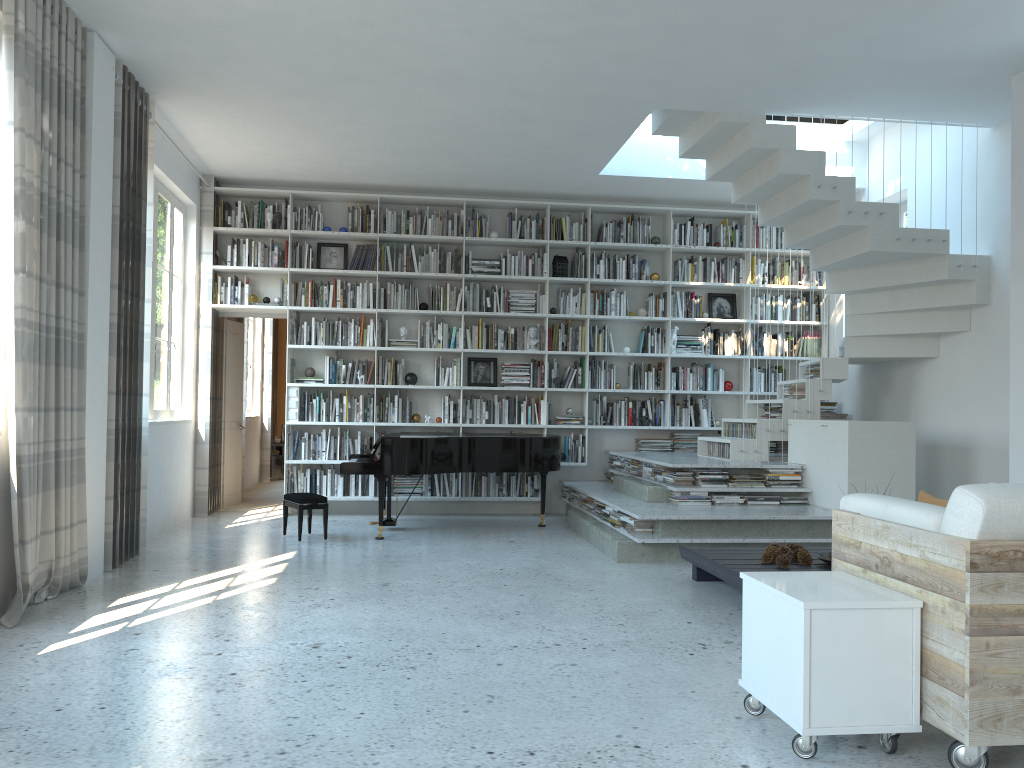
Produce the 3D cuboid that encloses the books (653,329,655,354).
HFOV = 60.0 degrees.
[{"bbox_3d":[1.443,-0.430,9.135,0.015,0.259,0.152,1,-1,-7],"label":"books"}]

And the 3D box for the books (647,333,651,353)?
[{"bbox_3d":[1.392,-0.411,9.125,0.013,0.219,0.187,1,-1,-7],"label":"books"}]

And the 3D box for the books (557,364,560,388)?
[{"bbox_3d":[0.457,-0.075,9.021,0.035,0.248,0.141,1,-1,-7],"label":"books"}]

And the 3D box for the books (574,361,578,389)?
[{"bbox_3d":[0.650,-0.090,9.040,0.013,0.285,0.138,1,-1,-7],"label":"books"}]

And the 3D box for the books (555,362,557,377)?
[{"bbox_3d":[0.433,-0.085,9.018,0.012,0.266,0.157,1,-1,-7],"label":"books"}]

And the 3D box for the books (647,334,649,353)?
[{"bbox_3d":[1.382,-0.406,9.123,0.006,0.209,0.188,1,-1,-7],"label":"books"}]

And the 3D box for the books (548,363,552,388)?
[{"bbox_3d":[0.374,-0.079,9.006,0.028,0.253,0.142,1,-1,-7],"label":"books"}]

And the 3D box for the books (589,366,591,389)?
[{"bbox_3d":[0.789,-0.064,9.065,0.011,0.239,0.136,1,-1,-7],"label":"books"}]

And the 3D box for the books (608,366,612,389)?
[{"bbox_3d":[0.991,-0.060,9.077,0.015,0.238,0.176,1,-1,-7],"label":"books"}]

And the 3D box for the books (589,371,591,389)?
[{"bbox_3d":[0.777,-0.039,9.054,0.015,0.188,0.168,1,-1,-7],"label":"books"}]

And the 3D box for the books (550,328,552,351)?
[{"bbox_3d":[0.381,-0.443,9.027,0.013,0.247,0.176,1,-1,-7],"label":"books"}]

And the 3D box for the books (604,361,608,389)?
[{"bbox_3d":[0.959,-0.084,9.083,0.006,0.285,0.159,1,-1,-7],"label":"books"}]

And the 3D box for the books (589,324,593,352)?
[{"bbox_3d":[0.792,-0.457,9.050,0.035,0.287,0.191,1,-1,-7],"label":"books"}]

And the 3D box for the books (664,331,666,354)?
[{"bbox_3d":[1.568,-0.421,9.146,0.010,0.245,0.158,1,-1,-7],"label":"books"}]

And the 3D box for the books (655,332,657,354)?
[{"bbox_3d":[1.457,-0.412,9.128,0.012,0.224,0.178,1,-1,-7],"label":"books"}]

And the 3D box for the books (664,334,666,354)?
[{"bbox_3d":[1.550,-0.404,9.153,0.023,0.212,0.164,1,-1,-7],"label":"books"}]

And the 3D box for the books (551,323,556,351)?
[{"bbox_3d":[0.414,-0.466,9.005,0.035,0.293,0.145,1,-1,-7],"label":"books"}]

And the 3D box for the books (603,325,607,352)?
[{"bbox_3d":[0.949,-0.453,9.079,0.013,0.287,0.159,1,-1,-7],"label":"books"}]

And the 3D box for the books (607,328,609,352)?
[{"bbox_3d":[0.970,-0.436,9.089,0.007,0.254,0.161,1,-1,-7],"label":"books"}]

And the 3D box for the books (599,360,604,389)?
[{"bbox_3d":[0.910,-0.092,9.056,0.014,0.297,0.175,1,-1,-7],"label":"books"}]

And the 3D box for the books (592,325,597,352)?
[{"bbox_3d":[0.838,-0.452,9.040,0.013,0.279,0.191,1,-1,-7],"label":"books"}]

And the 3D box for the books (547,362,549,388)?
[{"bbox_3d":[0.348,-0.085,9.006,0.024,0.263,0.154,1,-1,-7],"label":"books"}]

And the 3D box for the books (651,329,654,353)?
[{"bbox_3d":[1.427,-0.432,9.132,0.018,0.263,0.165,1,-1,-7],"label":"books"}]

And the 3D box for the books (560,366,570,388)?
[{"bbox_3d":[0.526,-0.062,9.002,0.095,0.228,0.190,1,-1,-7],"label":"books"}]

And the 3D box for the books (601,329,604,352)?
[{"bbox_3d":[0.922,-0.431,9.078,0.017,0.243,0.132,1,-1,-7],"label":"books"}]

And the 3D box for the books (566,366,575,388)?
[{"bbox_3d":[0.582,-0.067,9.028,0.094,0.238,0.149,1,-1,-7],"label":"books"}]

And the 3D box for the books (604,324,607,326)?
[{"bbox_3d":[0.956,-0.458,9.122,0.011,0.300,0.088,1,-1,-7],"label":"books"}]

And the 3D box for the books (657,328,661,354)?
[{"bbox_3d":[1.499,-0.436,9.128,0.012,0.273,0.184,1,-1,-7],"label":"books"}]

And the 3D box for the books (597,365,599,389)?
[{"bbox_3d":[0.859,-0.068,9.053,0.013,0.248,0.165,1,-1,-7],"label":"books"}]

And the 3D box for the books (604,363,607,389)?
[{"bbox_3d":[0.941,-0.076,9.065,0.012,0.267,0.183,1,-1,-7],"label":"books"}]

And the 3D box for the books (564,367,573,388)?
[{"bbox_3d":[0.555,-0.060,9.031,0.095,0.226,0.144,1,-1,-7],"label":"books"}]

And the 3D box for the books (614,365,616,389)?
[{"bbox_3d":[1.032,-0.066,9.085,0.013,0.251,0.172,1,-1,-7],"label":"books"}]

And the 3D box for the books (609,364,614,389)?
[{"bbox_3d":[1.019,-0.071,9.082,0.014,0.261,0.142,1,-1,-7],"label":"books"}]

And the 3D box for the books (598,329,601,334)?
[{"bbox_3d":[0.890,-0.432,9.070,0.008,0.242,0.169,1,-1,-7],"label":"books"}]

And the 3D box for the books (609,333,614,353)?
[{"bbox_3d":[1.003,-0.413,9.065,0.051,0.210,0.176,1,-1,-7],"label":"books"}]

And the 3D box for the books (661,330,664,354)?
[{"bbox_3d":[1.536,-0.425,9.136,0.011,0.252,0.169,1,-1,-7],"label":"books"}]

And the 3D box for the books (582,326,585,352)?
[{"bbox_3d":[0.715,-0.448,9.060,0.033,0.268,0.142,1,-1,-7],"label":"books"}]

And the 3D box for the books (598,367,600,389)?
[{"bbox_3d":[0.872,-0.057,9.044,0.011,0.226,0.188,1,-1,-7],"label":"books"}]

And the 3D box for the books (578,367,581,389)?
[{"bbox_3d":[0.673,-0.059,9.022,0.029,0.223,0.171,1,-1,-7],"label":"books"}]

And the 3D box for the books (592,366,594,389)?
[{"bbox_3d":[0.818,-0.085,9.053,0.006,0.281,0.155,1,-1,-7],"label":"books"}]

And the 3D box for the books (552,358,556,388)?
[{"bbox_3d":[0.422,-0.106,9.007,0.013,0.307,0.141,1,-1,-7],"label":"books"}]

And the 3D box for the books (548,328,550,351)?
[{"bbox_3d":[0.367,-0.442,9.014,0.014,0.244,0.145,1,-1,-7],"label":"books"}]

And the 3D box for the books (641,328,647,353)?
[{"bbox_3d":[1.361,-0.434,9.128,0.021,0.264,0.174,1,-1,-7],"label":"books"}]

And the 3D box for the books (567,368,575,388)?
[{"bbox_3d":[0.585,-0.054,9.038,0.090,0.215,0.139,1,-1,-7],"label":"books"}]

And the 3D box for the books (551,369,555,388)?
[{"bbox_3d":[0.403,-0.049,8.989,0.027,0.192,0.182,1,-1,-7],"label":"books"}]

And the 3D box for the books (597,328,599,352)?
[{"bbox_3d":[0.862,-0.439,9.071,0.013,0.256,0.144,1,-1,-7],"label":"books"}]

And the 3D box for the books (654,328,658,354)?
[{"bbox_3d":[1.474,-0.437,9.147,0.032,0.274,0.154,1,-1,-7],"label":"books"}]

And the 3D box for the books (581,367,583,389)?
[{"bbox_3d":[0.697,-0.060,9.036,0.021,0.226,0.148,1,-1,-7],"label":"books"}]

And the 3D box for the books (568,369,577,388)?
[{"bbox_3d":[0.599,-0.048,9.029,0.091,0.205,0.169,1,-1,-7],"label":"books"}]

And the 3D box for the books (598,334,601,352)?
[{"bbox_3d":[0.880,-0.407,9.042,0.017,0.192,0.191,1,-1,-7],"label":"books"}]

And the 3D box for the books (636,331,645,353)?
[{"bbox_3d":[1.323,-0.421,9.130,0.056,0.241,0.153,1,-1,-7],"label":"books"}]

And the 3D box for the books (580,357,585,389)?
[{"bbox_3d":[0.715,-0.109,9.037,0.014,0.325,0.183,1,-1,-7],"label":"books"}]

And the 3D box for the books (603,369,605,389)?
[{"bbox_3d":[0.927,-0.044,9.074,0.013,0.203,0.167,1,-1,-7],"label":"books"}]

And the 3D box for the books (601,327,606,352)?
[{"bbox_3d":[0.935,-0.445,9.071,0.006,0.270,0.178,1,-1,-7],"label":"books"}]

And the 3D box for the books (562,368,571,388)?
[{"bbox_3d":[0.542,-0.053,9.009,0.089,0.210,0.176,1,-1,-7],"label":"books"}]

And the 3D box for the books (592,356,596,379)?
[{"bbox_3d":[0.836,-0.115,9.073,0.007,0.342,0.149,1,-1,-7],"label":"books"}]

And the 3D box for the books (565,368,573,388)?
[{"bbox_3d":[0.567,-0.052,9.028,0.090,0.212,0.143,1,-1,-7],"label":"books"}]

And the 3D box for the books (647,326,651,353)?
[{"bbox_3d":[1.403,-0.448,9.143,0.013,0.295,0.154,1,-1,-7],"label":"books"}]

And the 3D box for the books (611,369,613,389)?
[{"bbox_3d":[1.005,-0.045,9.075,0.014,0.207,0.180,1,-1,-7],"label":"books"}]

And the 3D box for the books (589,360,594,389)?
[{"bbox_3d":[0.806,-0.092,9.054,0.018,0.295,0.177,1,-1,-7],"label":"books"}]
